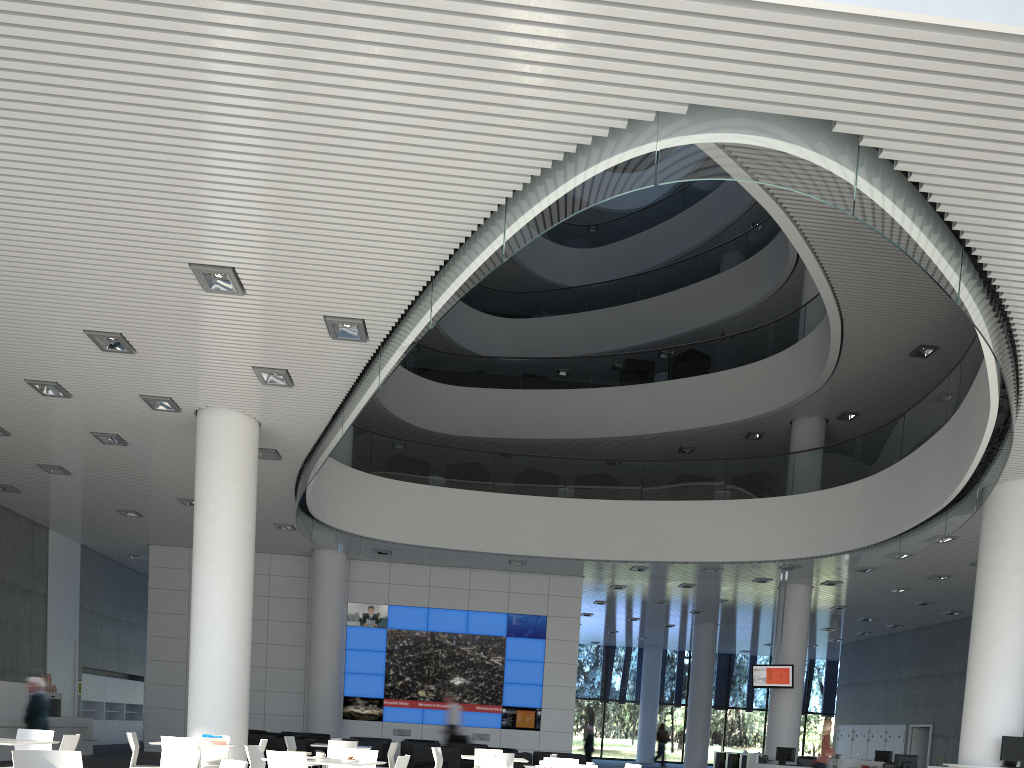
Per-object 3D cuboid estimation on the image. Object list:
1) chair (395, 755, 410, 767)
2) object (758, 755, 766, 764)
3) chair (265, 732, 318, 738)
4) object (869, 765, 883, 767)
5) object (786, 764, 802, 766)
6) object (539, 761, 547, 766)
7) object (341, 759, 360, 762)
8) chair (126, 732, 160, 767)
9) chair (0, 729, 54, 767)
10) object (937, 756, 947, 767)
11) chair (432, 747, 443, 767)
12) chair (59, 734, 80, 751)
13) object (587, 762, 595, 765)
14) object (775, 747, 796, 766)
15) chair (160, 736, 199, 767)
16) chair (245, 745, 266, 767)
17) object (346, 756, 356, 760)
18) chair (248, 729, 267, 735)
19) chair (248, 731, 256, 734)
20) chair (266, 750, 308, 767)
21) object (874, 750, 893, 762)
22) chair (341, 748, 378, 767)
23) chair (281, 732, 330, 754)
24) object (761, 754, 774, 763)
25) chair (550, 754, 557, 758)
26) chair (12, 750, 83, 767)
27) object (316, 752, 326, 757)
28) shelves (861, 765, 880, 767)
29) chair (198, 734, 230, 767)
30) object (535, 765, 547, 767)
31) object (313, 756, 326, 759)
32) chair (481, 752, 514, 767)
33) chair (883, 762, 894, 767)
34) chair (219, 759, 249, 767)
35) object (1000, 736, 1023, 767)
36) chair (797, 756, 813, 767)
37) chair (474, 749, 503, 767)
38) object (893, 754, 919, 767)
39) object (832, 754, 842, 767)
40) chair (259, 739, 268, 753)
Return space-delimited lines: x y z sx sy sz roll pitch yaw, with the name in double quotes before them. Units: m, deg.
"chair" -0.623 1.977 3.764 0.254 0.441 0.290 3 -5 2
"object" 3.041 4.577 9.653 0.105 0.108 0.053 4 -2 -3
"chair" -2.533 4.200 9.058 0.464 0.396 0.442 -7 -15 41
"object" 3.946 4.178 8.578 0.141 0.075 0.099 19 -21 -41
"object" 3.335 4.525 9.390 0.211 0.013 0.095 -14 -29 35
"object" 0.171 2.140 4.458 0.049 0.031 0.042 -4 -15 23
"object" -0.791 1.840 3.869 0.100 0.008 0.103 14 -26 -23
"chair" -2.217 2.346 4.823 0.257 0.442 0.286 4 -5 -18
"chair" -2.577 2.040 4.173 0.280 0.443 0.260 3 -4 7
"object" 5.333 4.714 9.777 0.107 0.212 0.254 3 -12 12
"chair" -0.438 2.728 5.454 0.253 0.441 0.291 3 -5 7
"chair" -2.269 1.930 3.880 0.256 0.441 0.287 4 -5 -13
"object" 0.436 2.132 4.411 0.038 0.046 0.053 -1 -12 32
"object" 3.206 4.384 9.312 0.110 0.215 0.242 5 -10 -43
"chair" -1.893 2.257 4.576 0.281 0.443 0.260 3 -4 2
"chair" -1.178 1.989 3.867 0.254 0.441 0.290 3 -5 2
"object" -0.789 1.833 3.870 0.070 0.020 0.075 6 -22 -7
"chair" -3.355 4.482 9.815 0.464 0.396 0.442 -7 -15 40
"chair" -3.242 4.146 9.032 0.426 0.396 0.482 -6 -16 41
"chair" -0.960 1.852 3.524 0.279 0.442 0.261 2 -4 22
"object" 4.985 5.061 10.653 0.110 0.248 0.242 4 -8 -38
"chair" -0.845 2.123 4.127 0.279 0.442 0.261 2 -4 22
"chair" -2.579 4.548 9.859 0.426 0.396 0.481 -6 -16 41
"object" 3.220 4.781 10.095 0.204 0.101 0.229 19 -24 -40
"chair" 0.175 2.786 5.502 0.253 0.441 0.291 3 -5 7
"chair" -1.374 1.342 2.416 0.252 0.442 0.291 1 -5 32
"object" -0.960 1.858 3.961 0.042 0.027 0.045 -11 -22 43
"shelves" 4.851 5.263 10.482 0.132 0.403 0.431 2 -7 -43
"chair" -1.992 2.516 5.181 0.281 0.443 0.260 3 -4 2
"object" 0.175 2.155 4.457 0.077 0.009 0.080 -18 -31 40
"object" -0.962 1.870 3.961 0.070 0.008 0.076 2 -23 3
"chair" -0.119 2.632 5.192 0.283 0.443 0.258 4 -4 -13
"chair" 4.262 4.447 8.796 0.339 0.489 0.366 2 -6 10
"chair" -0.962 1.384 2.457 0.260 0.442 0.282 6 -5 -38
"object" 3.944 2.888 6.198 0.275 0.254 0.127 4 -2 -4
"chair" 3.527 4.746 9.576 0.339 0.490 0.365 0 -7 30
"chair" -0.162 2.877 5.755 0.283 0.443 0.258 4 -4 -13
"object" 4.156 4.009 8.327 0.237 0.219 0.110 2 -2 6
"object" 3.632 4.232 8.873 0.137 0.186 0.156 -2 -9 41
"chair" -1.658 2.420 4.917 0.257 0.442 0.286 4 -5 -18
